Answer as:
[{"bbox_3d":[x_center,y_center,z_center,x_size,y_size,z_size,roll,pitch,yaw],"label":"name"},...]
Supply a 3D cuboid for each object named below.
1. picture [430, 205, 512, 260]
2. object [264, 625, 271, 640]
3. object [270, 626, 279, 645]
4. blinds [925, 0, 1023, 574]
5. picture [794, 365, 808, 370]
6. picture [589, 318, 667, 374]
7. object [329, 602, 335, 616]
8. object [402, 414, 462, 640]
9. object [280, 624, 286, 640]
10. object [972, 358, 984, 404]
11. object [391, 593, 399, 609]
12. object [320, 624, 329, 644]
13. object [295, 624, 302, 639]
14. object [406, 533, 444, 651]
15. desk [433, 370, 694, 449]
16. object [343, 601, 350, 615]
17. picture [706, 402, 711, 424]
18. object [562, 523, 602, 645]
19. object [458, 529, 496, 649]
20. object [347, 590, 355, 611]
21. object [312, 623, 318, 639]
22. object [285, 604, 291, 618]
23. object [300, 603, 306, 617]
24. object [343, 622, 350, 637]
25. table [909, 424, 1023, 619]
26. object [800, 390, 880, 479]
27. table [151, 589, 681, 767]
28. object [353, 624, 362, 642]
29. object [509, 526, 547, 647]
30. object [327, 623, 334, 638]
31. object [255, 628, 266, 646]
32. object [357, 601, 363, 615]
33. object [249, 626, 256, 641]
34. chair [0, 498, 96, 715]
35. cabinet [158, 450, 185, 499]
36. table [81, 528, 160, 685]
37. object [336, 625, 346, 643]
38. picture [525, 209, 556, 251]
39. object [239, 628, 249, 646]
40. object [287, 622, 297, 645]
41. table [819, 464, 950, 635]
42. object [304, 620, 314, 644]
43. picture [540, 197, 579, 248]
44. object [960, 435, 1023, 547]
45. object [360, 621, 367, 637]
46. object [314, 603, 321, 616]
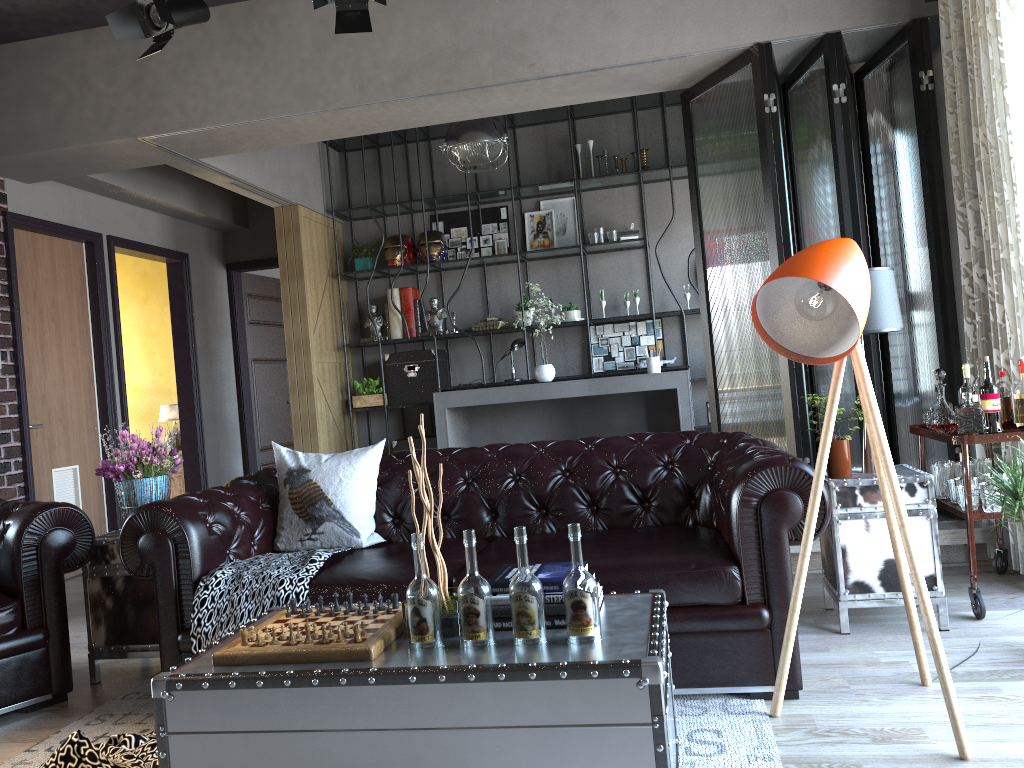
[{"bbox_3d":[-0.386,-1.375,8.271,0.749,0.503,0.058,-5,-1,10],"label":"picture"},{"bbox_3d":[-0.640,0.648,2.317,0.017,0.037,0.017,-5,-1,4],"label":"object"},{"bbox_3d":[-0.608,0.640,2.264,0.022,0.047,0.022,-6,-1,42],"label":"object"},{"bbox_3d":[2.019,-0.593,2.817,0.200,2.975,3.410,-5,0,10],"label":"blinds"},{"bbox_3d":[2.311,-0.222,7.402,0.313,0.212,0.048,-5,-1,10],"label":"picture"},{"bbox_3d":[1.036,-0.341,7.978,0.665,0.447,0.051,-5,-1,10],"label":"picture"},{"bbox_3d":[-0.512,0.636,2.513,0.017,0.037,0.017,-5,-1,17],"label":"object"},{"bbox_3d":[-0.213,0.371,2.395,0.156,0.583,0.185,-5,-1,10],"label":"object"},{"bbox_3d":[-0.597,0.645,2.309,0.017,0.037,0.017,-5,-1,4],"label":"object"},{"bbox_3d":[2.141,0.041,4.039,0.073,0.320,0.073,-5,-1,1],"label":"object"},{"bbox_3d":[-0.333,0.619,2.527,0.019,0.040,0.019,-5,-1,-16],"label":"object"},{"bbox_3d":[-0.474,0.628,2.239,0.022,0.047,0.022,-6,-1,42],"label":"object"},{"bbox_3d":[-0.554,0.641,2.299,0.017,0.037,0.017,-5,-1,4],"label":"object"},{"bbox_3d":[-0.226,0.523,2.247,0.088,0.290,0.084,-5,-1,16],"label":"object"},{"bbox_3d":[0.488,0.417,7.716,2.129,0.886,0.845,-5,0,10],"label":"desk"},{"bbox_3d":[-0.469,0.633,2.506,0.017,0.037,0.017,-5,-1,17],"label":"object"},{"bbox_3d":[1.760,0.242,7.610,0.172,0.190,0.036,-5,-1,10],"label":"picture"},{"bbox_3d":[0.166,0.488,2.175,0.088,0.290,0.084,-5,-1,16],"label":"object"},{"bbox_3d":[-0.094,0.512,2.223,0.088,0.290,0.084,-5,-1,16],"label":"object"},{"bbox_3d":[-0.465,0.621,2.551,0.025,0.058,0.025,-5,-1,4],"label":"object"},{"bbox_3d":[-0.509,0.637,2.290,0.017,0.037,0.017,-5,-1,4],"label":"object"},{"bbox_3d":[-0.642,0.648,2.537,0.017,0.037,0.017,-5,-1,-9],"label":"object"},{"bbox_3d":[-0.597,0.644,2.528,0.017,0.037,0.017,-5,-1,17],"label":"object"},{"bbox_3d":[-0.427,0.629,2.276,0.017,0.037,0.017,-5,-1,4],"label":"object"},{"bbox_3d":[2.065,0.552,3.871,0.438,0.733,0.803,-5,0,6],"label":"table"},{"bbox_3d":[1.336,0.199,3.644,0.297,0.363,0.270,-5,-1,-35],"label":"object"},{"bbox_3d":[-0.199,0.888,2.374,1.254,0.470,0.684,-5,0,10],"label":"table"},{"bbox_3d":[-0.388,0.624,2.223,0.019,0.040,0.019,-5,-1,14],"label":"object"},{"bbox_3d":[0.034,0.500,2.199,0.088,0.290,0.084,-5,-1,16],"label":"object"},{"bbox_3d":[-0.467,0.633,2.283,0.017,0.037,0.017,-5,-1,4],"label":"object"},{"bbox_3d":[-0.646,0.645,2.270,0.026,0.044,0.026,-5,-1,-35],"label":"object"},{"bbox_3d":[-0.429,0.629,2.496,0.017,0.037,0.017,-5,-1,17],"label":"object"},{"bbox_3d":[-0.680,0.652,2.323,0.017,0.037,0.017,-5,-1,4],"label":"object"},{"bbox_3d":[-2.609,0.915,3.486,1.244,0.845,1.493,-5,0,40],"label":"chair"},{"bbox_3d":[-3.593,1.040,8.454,1.431,0.750,0.408,-5,-1,10],"label":"cabinet"},{"bbox_3d":[-1.568,0.939,3.888,0.417,0.609,0.405,-5,-1,10],"label":"table"},{"bbox_3d":[-0.431,0.626,2.231,0.026,0.044,0.026,-5,-1,-35],"label":"object"},{"bbox_3d":[0.261,-1.373,8.079,0.267,0.414,0.101,-5,-1,10],"label":"picture"},{"bbox_3d":[-0.689,0.651,2.279,0.019,0.040,0.019,-5,-1,14],"label":"object"},{"bbox_3d":[-0.560,0.632,2.253,0.025,0.055,0.024,-5,-1,-35],"label":"object"},{"bbox_3d":[1.502,0.664,3.657,0.405,0.609,0.417,-5,-1,10],"label":"table"},{"bbox_3d":[-0.517,0.627,2.247,0.025,0.058,0.025,-5,-1,-35],"label":"object"},{"bbox_3d":[0.437,-1.440,8.089,0.332,0.515,0.119,-5,-1,10],"label":"picture"},{"bbox_3d":[1.862,0.522,3.102,0.621,0.825,0.577,-5,-1,-40],"label":"object"},{"bbox_3d":[-0.381,0.625,2.269,0.017,0.037,0.017,-5,-1,4],"label":"object"},{"bbox_3d":[-0.554,0.640,2.521,0.017,0.037,0.017,-5,-1,17],"label":"object"}]
